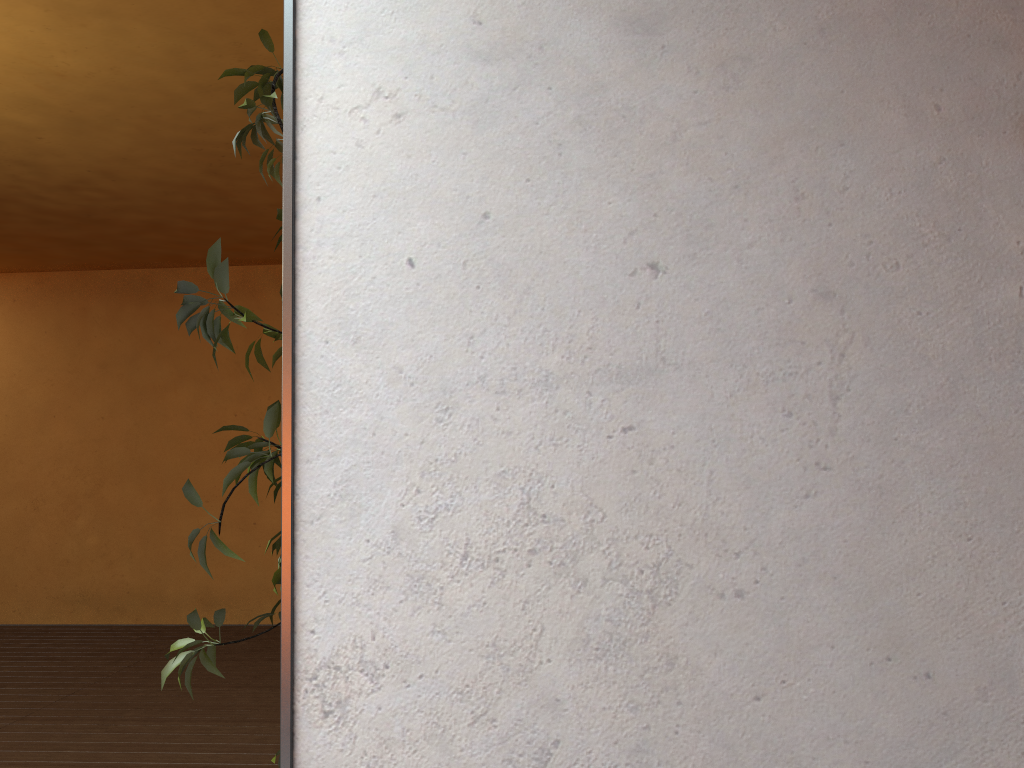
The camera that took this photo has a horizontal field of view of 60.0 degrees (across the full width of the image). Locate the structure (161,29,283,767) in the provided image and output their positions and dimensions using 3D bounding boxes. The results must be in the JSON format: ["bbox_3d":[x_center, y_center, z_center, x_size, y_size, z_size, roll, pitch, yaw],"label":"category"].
[{"bbox_3d":[-0.312,0.139,3.222,0.622,2.483,3.166,-1,-4,3],"label":"structure"}]
